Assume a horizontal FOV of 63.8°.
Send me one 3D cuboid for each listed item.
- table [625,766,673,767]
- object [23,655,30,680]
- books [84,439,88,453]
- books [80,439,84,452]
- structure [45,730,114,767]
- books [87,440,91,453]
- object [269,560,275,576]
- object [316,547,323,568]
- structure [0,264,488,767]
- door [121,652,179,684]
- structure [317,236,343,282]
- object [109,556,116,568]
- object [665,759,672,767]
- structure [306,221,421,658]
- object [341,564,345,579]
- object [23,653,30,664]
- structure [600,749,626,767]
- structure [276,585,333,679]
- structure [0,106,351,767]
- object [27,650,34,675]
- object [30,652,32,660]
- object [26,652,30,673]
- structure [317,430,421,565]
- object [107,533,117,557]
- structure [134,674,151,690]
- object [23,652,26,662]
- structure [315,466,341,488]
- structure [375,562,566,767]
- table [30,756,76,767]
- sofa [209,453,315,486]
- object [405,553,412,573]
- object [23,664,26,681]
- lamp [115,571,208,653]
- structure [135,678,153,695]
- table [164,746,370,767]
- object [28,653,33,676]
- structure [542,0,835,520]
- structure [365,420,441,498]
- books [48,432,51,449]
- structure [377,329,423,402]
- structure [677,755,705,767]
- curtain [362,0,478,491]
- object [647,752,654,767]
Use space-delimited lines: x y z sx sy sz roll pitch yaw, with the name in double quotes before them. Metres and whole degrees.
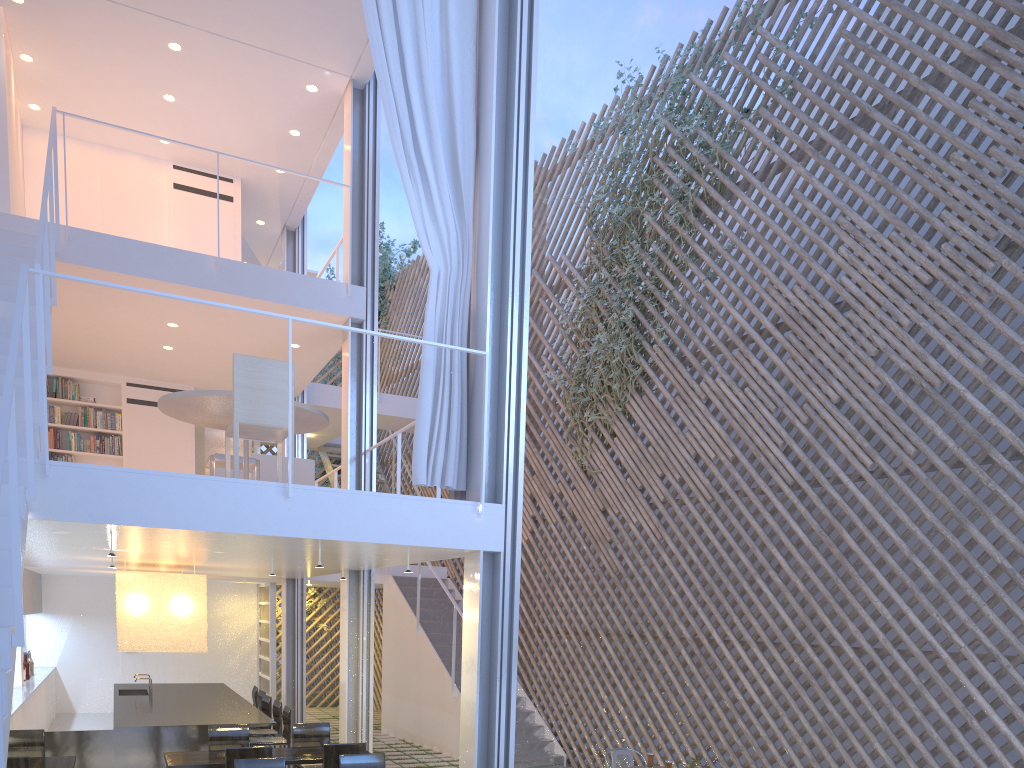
"table" 0.655 1.919 3.729 0.348 0.330 0.355 -1 -6 27
"object" -3.559 2.073 6.024 0.044 0.193 0.045 -2 6 -34
"books" -2.959 0.438 5.713 0.021 0.098 0.063 -1 1 -26
"books" -2.979 0.435 5.704 0.021 0.098 0.063 -1 1 -26
"structure" -2.295 1.910 4.108 0.562 0.368 0.011 6 4 -25
"books" -2.941 0.441 5.722 0.021 0.098 0.063 -1 1 -26
"object" -1.126 0.863 3.868 0.029 0.079 0.028 1 4 -14
"object" -0.695 0.626 2.976 0.029 0.079 0.028 1 4 -14
"structure" -0.423 0.516 1.964 1.374 1.775 1.450 3 -3 -25
"door" -2.722 1.741 5.011 0.481 1.141 5.685 1 -14 -13
"structure" -1.196 -0.485 5.284 0.028 0.541 1.741 -1 -11 -26
"object" -1.737 0.761 3.575 0.029 0.079 0.028 1 4 -14
"object" 0.687 1.690 3.617 0.031 0.076 0.031 3 3 20
"structure" -1.923 0.937 9.119 1.115 4.495 3.312 -1 0 -28
"object" -0.823 0.914 4.013 0.029 0.079 0.028 1 4 -14
"object" -3.710 2.147 6.293 0.045 0.186 0.045 4 6 21
"structure" 0.665 2.330 4.999 0.268 0.258 0.266 3 -5 -18
"structure" -2.084 2.325 8.317 1.148 1.992 0.285 1 6 -25
"structure" -0.889 0.067 2.479 1.735 3.273 3.706 1 -5 -26
"object" -3.755 2.168 6.401 0.047 0.202 0.044 3 6 16
"object" -3.781 2.191 6.459 0.044 0.185 0.042 1 5 -13
"object" -3.679 2.122 6.227 0.046 0.202 0.046 -1 6 -24
"structure" -1.344 0.811 7.626 0.535 1.875 1.257 -1 1 -31
"object" -1.306 0.524 2.683 0.029 0.079 0.028 1 4 -14
"structure" -2.711 2.186 6.033 0.113 0.123 0.034 4 4 -25
"object" -3.639 2.101 6.151 0.046 0.203 0.045 -1 6 -26
"structure" -1.239 0.884 5.441 0.028 0.541 1.741 -1 -11 -26
"structure" -0.629 1.729 5.958 1.189 1.943 1.978 2 -4 -32
"table" -2.035 1.754 3.453 0.362 0.328 0.356 5 -6 -25
"sofa" -1.420 0.639 4.440 0.504 0.359 1.007 6 -13 -25
"object" -1.555 1.136 3.579 1.692 0.801 1.881 8 -13 -27
"object" -3.528 2.052 5.922 0.041 0.181 0.041 6 7 35
"lamp" -2.335 1.479 5.364 0.451 0.412 2.361 4 -15 -25
"structure" -2.565 2.105 5.729 0.113 0.123 0.034 4 4 -25
"table" -1.136 1.905 3.884 0.926 0.325 0.356 8 -8 -25
"object" -3.720 2.163 6.349 0.046 0.186 0.044 -1 6 -25
"structure" 0.855 -0.570 4.771 0.740 2.704 2.369 -2 -1 -34
"structure" -0.439 0.444 3.784 0.028 0.541 1.739 -1 -11 -26
"books" -3.153 0.392 5.606 0.018 0.120 0.085 -1 0 -26
"structure" -1.047 -0.145 6.463 1.152 0.564 0.026 7 4 -25
"structure" 0.964 2.144 4.421 0.299 0.320 0.317 5 -6 -40
"curtain" -0.350 -0.850 2.723 0.514 2.414 0.095 -1 7 -28
"object" 0.640 1.741 3.807 0.031 0.076 0.031 3 3 20
